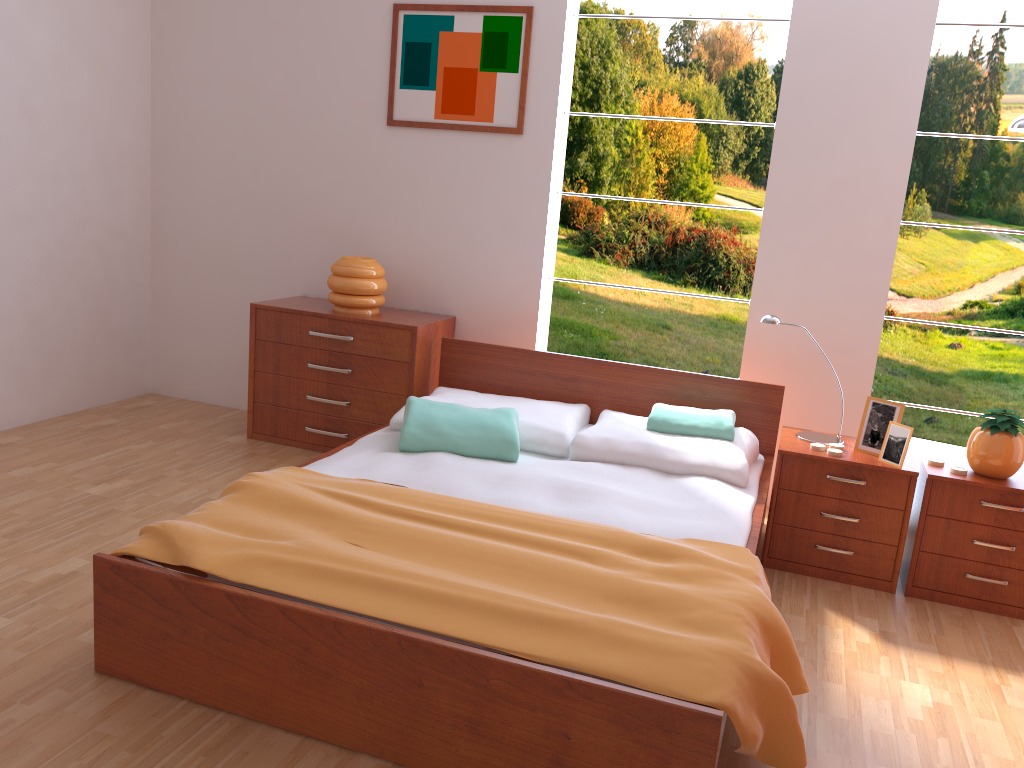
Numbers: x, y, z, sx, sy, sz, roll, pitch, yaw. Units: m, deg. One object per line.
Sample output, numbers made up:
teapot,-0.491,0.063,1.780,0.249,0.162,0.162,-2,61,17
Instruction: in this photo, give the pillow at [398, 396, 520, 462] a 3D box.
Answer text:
pillow,-0.177,0.159,3.110,0.425,0.164,0.334,4,12,-6

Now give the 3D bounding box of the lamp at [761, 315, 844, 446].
lamp,1.031,-0.017,3.133,0.337,0.421,0.163,6,12,6

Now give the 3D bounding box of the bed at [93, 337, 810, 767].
bed,0.099,0.353,2.726,1.632,0.560,1.990,9,13,18

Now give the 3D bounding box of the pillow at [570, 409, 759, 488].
pillow,0.579,0.236,3.256,0.630,0.182,0.574,8,12,16

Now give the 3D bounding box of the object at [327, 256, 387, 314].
object,-0.687,-0.440,3.939,0.264,0.244,0.264,13,14,34

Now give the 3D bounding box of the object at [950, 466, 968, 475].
object,1.454,0.284,2.884,0.049,0.018,0.049,6,12,4

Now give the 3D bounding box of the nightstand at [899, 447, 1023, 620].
nightstand,1.580,0.504,2.991,0.439,0.442,0.377,9,13,18

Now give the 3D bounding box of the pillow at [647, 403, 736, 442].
pillow,0.664,0.146,3.288,0.322,0.116,0.276,8,12,15

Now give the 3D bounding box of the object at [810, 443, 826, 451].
object,1.044,0.217,3.030,0.049,0.018,0.049,6,12,4

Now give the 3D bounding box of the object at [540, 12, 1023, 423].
object,1.231,-0.853,3.527,2.205,1.815,0.033,9,13,18

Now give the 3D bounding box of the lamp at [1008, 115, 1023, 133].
lamp,1.972,-0.059,2.983,0.799,1.603,0.387,3,12,-9

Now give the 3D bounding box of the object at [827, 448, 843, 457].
object,1.082,0.231,2.976,0.049,0.018,0.049,6,12,4

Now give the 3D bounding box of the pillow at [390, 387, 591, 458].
pillow,-0.070,0.140,3.442,0.682,0.157,0.574,7,12,11

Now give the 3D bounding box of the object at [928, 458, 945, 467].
object,1.419,0.263,2.965,0.049,0.018,0.049,6,12,4

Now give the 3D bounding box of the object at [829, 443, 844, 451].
object,1.117,0.218,3.051,0.049,0.018,0.049,6,12,4

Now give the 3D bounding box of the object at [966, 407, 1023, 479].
object,1.575,0.190,2.878,0.169,0.223,0.170,4,12,-3

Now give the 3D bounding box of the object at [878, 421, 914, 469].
object,1.255,0.198,2.901,0.027,0.137,0.094,-1,13,-26

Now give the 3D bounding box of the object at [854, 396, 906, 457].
object,1.246,0.148,3.009,0.037,0.191,0.131,-6,16,-41

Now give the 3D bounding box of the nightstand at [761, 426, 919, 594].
nightstand,1.142,0.436,3.131,0.439,0.442,0.377,9,13,18

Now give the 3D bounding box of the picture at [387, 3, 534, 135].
picture,-0.233,-1.368,3.849,0.645,0.517,0.030,9,13,18

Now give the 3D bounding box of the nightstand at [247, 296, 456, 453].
nightstand,-0.736,-0.026,4.034,0.815,0.626,0.428,9,13,18
